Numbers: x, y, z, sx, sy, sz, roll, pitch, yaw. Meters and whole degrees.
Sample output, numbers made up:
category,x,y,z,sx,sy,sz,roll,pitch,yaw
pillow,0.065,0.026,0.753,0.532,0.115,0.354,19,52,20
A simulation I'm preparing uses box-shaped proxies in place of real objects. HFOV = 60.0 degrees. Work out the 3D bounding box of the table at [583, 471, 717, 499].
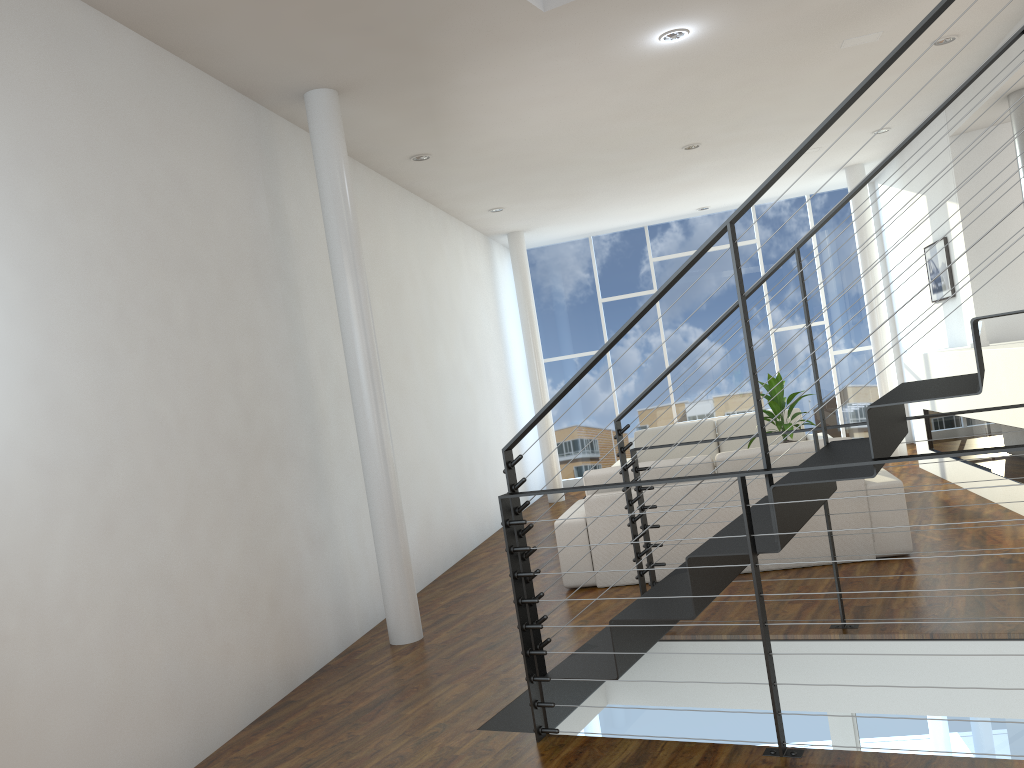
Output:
category,x,y,z,sx,sy,sz,roll,pitch,yaw
table,1.288,0.726,5.551,1.610,0.284,0.660,-9,-1,14

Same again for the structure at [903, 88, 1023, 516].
category,x,y,z,sx,sy,sz,roll,pitch,yaw
structure,2.917,-0.498,5.119,0.751,2.206,2.748,-9,0,12

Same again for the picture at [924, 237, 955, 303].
category,x,y,z,sx,sy,sz,roll,pitch,yaw
picture,3.062,-0.809,6.361,0.020,0.415,0.574,-9,0,12

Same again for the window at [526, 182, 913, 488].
category,x,y,z,sx,sy,sz,roll,pitch,yaw
window,1.602,-1.958,8.469,3.418,5.636,0.090,-9,1,13

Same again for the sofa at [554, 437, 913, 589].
category,x,y,z,sx,sy,sz,roll,pitch,yaw
sofa,1.069,0.600,4.511,1.612,0.565,0.801,-9,0,14

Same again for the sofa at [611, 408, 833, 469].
category,x,y,z,sx,sy,sz,roll,pitch,yaw
sofa,1.547,0.554,6.592,1.612,0.565,0.801,-9,0,14

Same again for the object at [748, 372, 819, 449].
category,x,y,z,sx,sy,sz,roll,pitch,yaw
object,1.666,0.217,5.397,0.432,0.601,0.458,-9,0,-2

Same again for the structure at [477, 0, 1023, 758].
category,x,y,z,sx,sy,sz,roll,pitch,yaw
structure,1.940,0.242,2.056,4.368,6.299,1.092,-9,1,29

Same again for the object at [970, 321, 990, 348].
category,x,y,z,sx,sy,sz,roll,pitch,yaw
object,2.789,-0.296,5.302,0.061,0.151,0.100,-9,0,-1
